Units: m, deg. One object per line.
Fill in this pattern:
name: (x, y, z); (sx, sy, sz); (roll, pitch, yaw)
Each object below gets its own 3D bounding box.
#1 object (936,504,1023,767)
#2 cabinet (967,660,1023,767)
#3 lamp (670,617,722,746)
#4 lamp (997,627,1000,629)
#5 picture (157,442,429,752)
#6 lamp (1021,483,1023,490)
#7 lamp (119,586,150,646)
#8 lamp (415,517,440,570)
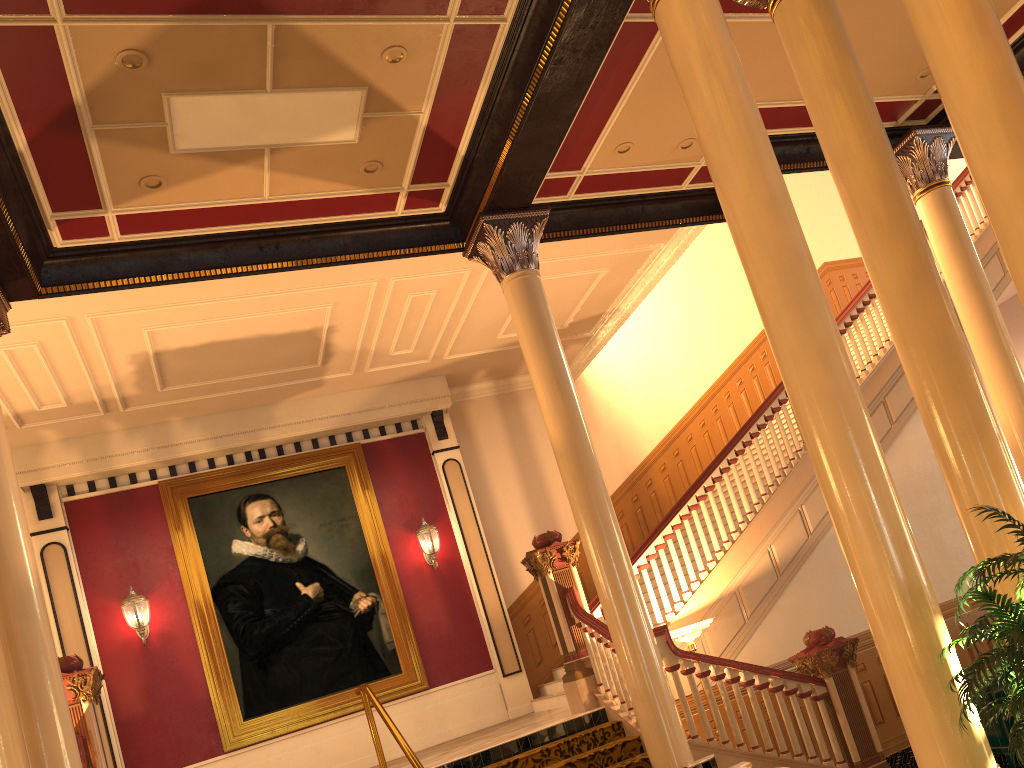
object: (2.490, 1.462, 3.663); (1.074, 2.098, 1.068); (-23, -11, 25)
cabinet: (4.329, 2.767, 7.267); (1.268, 0.845, 0.561); (-12, -12, -23)
lamp: (1.906, 3.193, 7.989); (0.580, 1.963, 0.595); (-17, -8, -5)
lamp: (4.444, 2.133, 7.517); (0.323, 0.409, 0.324); (-12, -13, -26)
picture: (-2.736, 2.581, 11.056); (2.573, 3.366, 0.056); (-13, -9, -23)
lamp: (9.271, 2.062, 15.859); (0.271, 0.485, 0.377); (-14, -12, -22)
lamp: (-4.395, 2.729, 10.219); (0.321, 0.712, 0.401); (-14, -11, -22)
lamp: (-1.104, 2.138, 11.624); (0.321, 0.712, 0.401); (-14, -11, -22)
